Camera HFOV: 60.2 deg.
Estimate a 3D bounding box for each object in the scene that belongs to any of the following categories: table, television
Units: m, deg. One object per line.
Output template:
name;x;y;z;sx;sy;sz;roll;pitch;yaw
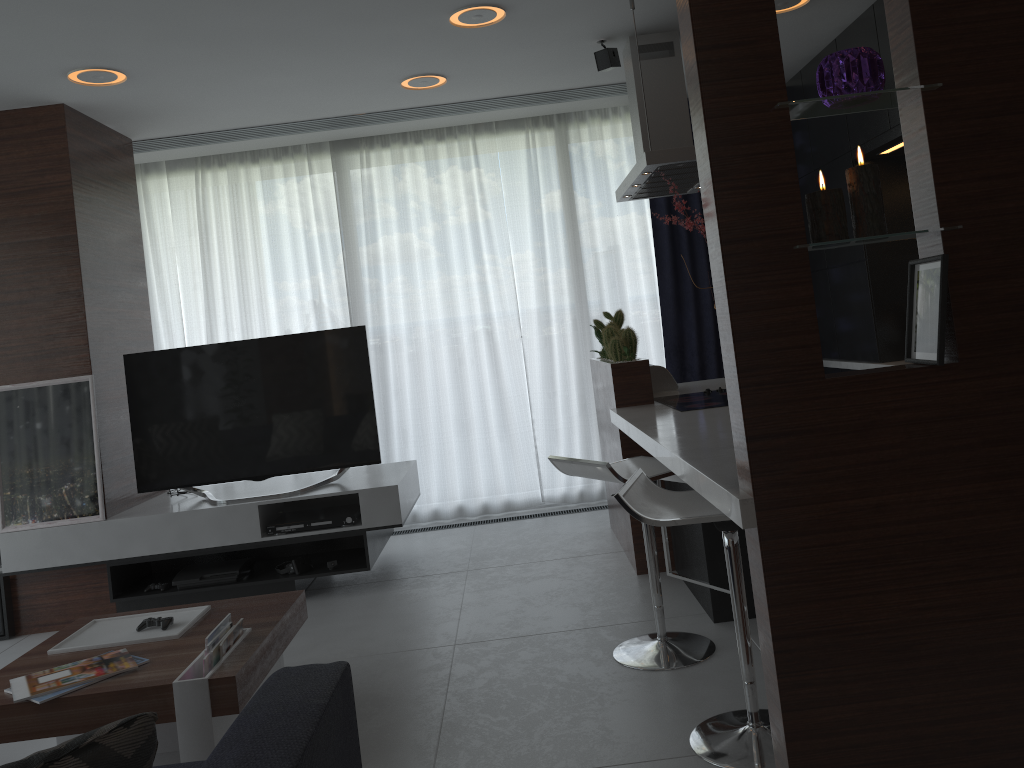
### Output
table;-1.110;0.961;2.720;0.800;0.353;0.805;-7;2;0
television;-1.305;0.166;4.476;1.230;0.788;0.297;-7;-1;-1

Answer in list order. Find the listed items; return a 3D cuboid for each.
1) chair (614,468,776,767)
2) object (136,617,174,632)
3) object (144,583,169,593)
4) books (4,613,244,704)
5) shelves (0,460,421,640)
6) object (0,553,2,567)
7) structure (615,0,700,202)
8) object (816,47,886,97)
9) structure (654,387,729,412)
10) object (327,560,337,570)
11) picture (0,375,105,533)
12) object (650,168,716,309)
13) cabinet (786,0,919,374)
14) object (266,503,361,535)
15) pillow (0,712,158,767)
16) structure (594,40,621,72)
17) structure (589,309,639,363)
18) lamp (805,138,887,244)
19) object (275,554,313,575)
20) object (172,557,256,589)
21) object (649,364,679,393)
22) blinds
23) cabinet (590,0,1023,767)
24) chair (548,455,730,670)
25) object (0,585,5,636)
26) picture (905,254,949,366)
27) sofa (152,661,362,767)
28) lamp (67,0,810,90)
chair;0.581;0.593;2.382;0.462;0.710;0.397;-7;-1;17
object;-1.151;0.771;2.857;0.112;0.036;0.071;-6;2;13
object;-1.720;0.983;4.286;0.112;0.036;0.071;-6;2;13
books;2.437;0.380;3.895;8.265;0.373;0.403;-8;1;-22
shelves;-1.686;0.852;4.653;2.349;0.500;0.873;-7;2;0
object;-2.661;0.828;4.445;0.369;0.150;0.369;-7;2;0
structure;0.748;-1.365;4.319;0.446;0.761;1.044;-7;1;0
object;0.709;-0.642;1.851;0.134;0.098;0.133;-6;2;40
structure;0.926;0.071;3.924;0.504;0.057;0.764;-7;3;0
object;-0.867;0.876;4.268;0.044;0.043;0.043;-7;0;0
picture;-2.244;0.334;4.263;0.500;0.702;0.053;-7;-2;-1
object;0.522;-0.161;2.079;0.389;0.736;0.197;-7;-2;-19
cabinet;2.244;-0.622;3.975;0.705;2.556;3.478;-7;1;0
object;-0.965;0.673;4.398;0.430;0.053;0.335;-7;3;0
pillow;-0.686;0.665;1.177;0.417;0.386;0.220;-7;-1;-30
structure;0.477;-1.643;4.435;0.084;0.142;0.115;-8;0;40
structure;0.514;-0.248;4.560;0.222;0.286;1.001;-7;3;3
lamp;0.696;-0.403;1.859;0.153;0.211;0.077;-7;-1;12
object;-1.080;0.883;4.325;0.183;0.079;0.117;-6;2;30
object;-1.469;0.931;4.374;0.314;0.067;0.314;-7;3;0
object;0.752;-0.035;4.767;0.222;0.145;0.344;-7;2;0
blinds;-1.109;-0.241;2.436;5.794;2.776;7.143;-7;2;3
cabinet;0.776;-0.413;3.440;0.786;2.554;3.334;-7;1;0
chair;0.450;0.573;3.064;0.466;0.710;0.394;-7;-1;-28
object;-2.536;1.082;4.333;0.213;0.251;0.254;-7;0;0
picture;0.866;-0.153;1.850;0.051;0.222;0.175;-7;0;4
sofa;-1.748;0.958;1.827;2.872;0.609;1.900;-7;3;0
lamp;1.732;-1.738;2.659;9.608;0.084;5.334;-8;3;-14
